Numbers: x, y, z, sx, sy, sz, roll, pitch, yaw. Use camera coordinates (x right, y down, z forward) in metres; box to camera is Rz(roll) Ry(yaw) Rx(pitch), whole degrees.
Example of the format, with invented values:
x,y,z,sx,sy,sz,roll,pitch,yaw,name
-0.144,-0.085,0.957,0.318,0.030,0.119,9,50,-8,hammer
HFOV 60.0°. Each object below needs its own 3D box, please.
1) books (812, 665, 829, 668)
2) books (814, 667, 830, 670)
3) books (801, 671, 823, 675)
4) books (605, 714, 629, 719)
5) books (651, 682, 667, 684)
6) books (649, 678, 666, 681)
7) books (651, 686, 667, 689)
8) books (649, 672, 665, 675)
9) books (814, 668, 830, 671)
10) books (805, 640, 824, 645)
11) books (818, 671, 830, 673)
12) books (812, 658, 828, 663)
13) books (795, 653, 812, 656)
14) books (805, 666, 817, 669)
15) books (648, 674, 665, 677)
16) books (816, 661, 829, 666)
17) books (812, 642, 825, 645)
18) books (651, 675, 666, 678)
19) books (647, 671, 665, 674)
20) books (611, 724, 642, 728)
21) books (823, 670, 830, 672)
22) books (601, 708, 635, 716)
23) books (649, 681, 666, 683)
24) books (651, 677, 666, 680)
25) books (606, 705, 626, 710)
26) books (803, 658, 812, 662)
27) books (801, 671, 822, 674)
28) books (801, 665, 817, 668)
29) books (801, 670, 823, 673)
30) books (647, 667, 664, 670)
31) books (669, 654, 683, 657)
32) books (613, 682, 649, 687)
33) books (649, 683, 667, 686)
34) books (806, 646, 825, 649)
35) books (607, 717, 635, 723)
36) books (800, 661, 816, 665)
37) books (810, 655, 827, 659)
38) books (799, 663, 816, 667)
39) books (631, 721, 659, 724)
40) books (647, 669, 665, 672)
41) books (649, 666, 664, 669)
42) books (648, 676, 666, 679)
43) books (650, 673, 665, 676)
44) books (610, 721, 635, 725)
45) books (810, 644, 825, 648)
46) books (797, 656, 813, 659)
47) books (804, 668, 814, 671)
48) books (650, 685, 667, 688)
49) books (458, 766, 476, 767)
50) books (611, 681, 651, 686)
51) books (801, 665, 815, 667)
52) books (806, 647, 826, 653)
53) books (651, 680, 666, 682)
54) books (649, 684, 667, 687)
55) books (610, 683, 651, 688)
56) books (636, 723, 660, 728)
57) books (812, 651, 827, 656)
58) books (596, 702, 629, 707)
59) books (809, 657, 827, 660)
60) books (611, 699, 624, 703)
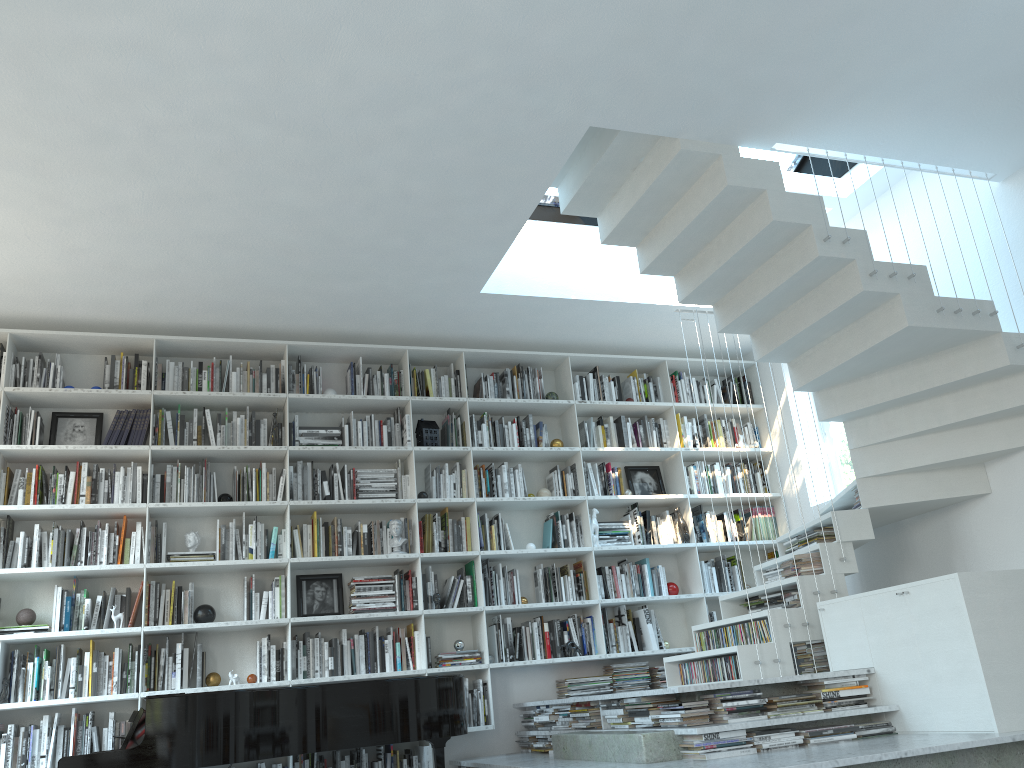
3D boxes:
x,y,z,sx,sy,sz,roll,pitch,yaw,name
2.215,1.930,6.082,0.259,0.009,0.153,1,-21,-19,books
2.213,1.943,6.087,0.224,0.012,0.160,0,-21,-16,books
2.207,2.032,6.260,0.290,0.008,0.147,1,-21,-19,books
0.609,1.766,4.728,0.178,0.015,0.188,0,-21,-15,books
1.163,2.137,6.365,0.328,0.008,0.208,2,-21,-21,books
1.162,2.114,6.370,0.328,0.008,0.208,2,-21,-21,books
1.169,2.162,6.347,0.328,0.008,0.208,3,-22,-23,books
1.156,2.073,6.387,0.368,0.007,0.206,2,-21,-21,books
2.217,1.950,6.077,0.243,0.008,0.148,3,-21,-22,books
2.204,1.782,6.152,0.286,0.017,0.171,2,-21,-20,books
2.222,1.970,6.061,0.230,0.020,0.143,2,-21,-20,books
2.210,1.892,6.099,0.232,0.017,0.163,2,-21,-20,books
2.152,1.918,6.314,0.255,0.007,0.132,0,-21,-15,books
2.205,1.995,6.269,0.225,0.007,0.133,3,-21,-22,books
1.160,2.085,6.377,0.328,0.008,0.208,3,-21,-22,books
2.212,1.914,6.092,0.179,0.029,0.153,3,-22,-23,books
2.207,1.792,6.143,0.210,0.009,0.160,1,-21,-19,books
1.161,2.092,6.374,0.368,0.007,0.206,1,-21,-17,books
1.159,2.062,6.380,0.327,0.008,0.208,0,-21,-15,books
0.633,1.816,4.717,0.132,0.016,0.263,0,-21,-15,books
2.228,1.947,6.046,0.190,0.011,0.091,2,-21,-22,books
0.612,1.746,4.737,0.174,0.029,0.251,2,-21,-21,books
1.164,2.127,6.362,0.368,0.007,0.206,3,-21,-22,books
1.160,2.109,6.375,0.368,0.007,0.206,1,-21,-19,books
0.620,1.725,4.748,0.145,0.017,0.209,4,-22,-24,books
2.196,1.949,6.296,0.185,0.027,0.161,1,-21,-18,books
2.206,2.027,6.264,0.265,0.004,0.187,2,-21,-21,books
2.204,1.989,6.273,0.249,0.006,0.190,4,-22,-24,books
2.207,2.019,6.262,0.297,0.010,0.142,2,-21,-21,books
1.157,2.039,6.386,0.368,0.007,0.206,4,-22,-24,books
1.272,1.977,6.419,0.204,0.035,0.268,1,-21,-19,books
0.816,2.115,6.237,0.254,0.007,0.161,3,-22,-23,books
1.163,2.145,6.365,0.328,0.008,0.208,2,-21,-20,books
2.203,1.819,6.151,0.249,0.006,0.190,2,-21,-21,books
0.622,1.785,4.725,0.167,0.024,0.193,1,-21,-19,books
2.198,1.970,6.292,0.254,0.015,0.160,3,-21,-22,books
2.204,1.876,6.118,0.233,0.015,0.170,0,-21,-15,books
2.200,1.981,6.284,0.286,0.010,0.166,2,-21,-20,books
0.723,1.694,4.450,0.154,0.007,0.293,1,-21,-17,books
1.156,2.057,6.390,0.327,0.008,0.208,1,-21,-18,books
1.154,2.036,6.397,0.368,0.007,0.206,1,-21,-18,books
1.159,2.101,6.377,0.327,0.008,0.208,1,-21,-19,books
1.158,2.079,6.382,0.327,0.008,0.208,1,-21,-18,books
0.640,1.803,4.725,0.136,0.013,0.259,2,-21,-20,books
2.206,1.805,6.143,0.212,0.014,0.169,1,-21,-19,books
2.193,1.934,6.308,0.261,0.009,0.187,0,-21,-15,books
2.205,2.007,6.268,0.237,0.017,0.138,3,-21,-22,books
1.168,2.156,6.352,0.327,0.008,0.208,1,-21,-17,books
-0.229,2.414,5.600,0.158,0.014,0.235,2,-21,-21,books
0.814,2.110,6.243,0.285,0.007,0.160,1,-21,-18,books
2.200,1.988,6.283,0.272,0.004,0.164,2,-21,-21,books
2.199,1.830,6.133,0.254,0.027,0.189,2,-21,-20,books
1.163,2.121,6.367,0.327,0.008,0.208,1,-21,-18,books
1.165,2.151,6.360,0.368,0.007,0.206,1,-21,-19,books
0.818,2.121,6.232,0.285,0.007,0.160,0,-21,-15,books
0.728,1.707,4.447,0.142,0.020,0.231,0,-21,-15,books
2.205,1.852,6.116,0.204,0.028,0.163,1,-21,-18,books
0.596,1.710,4.745,0.192,0.014,0.257,3,-22,-23,books
2.205,1.886,6.114,0.262,0.006,0.185,1,-21,-19,books
0.623,1.697,4.760,0.134,0.014,0.182,0,-21,-15,books
